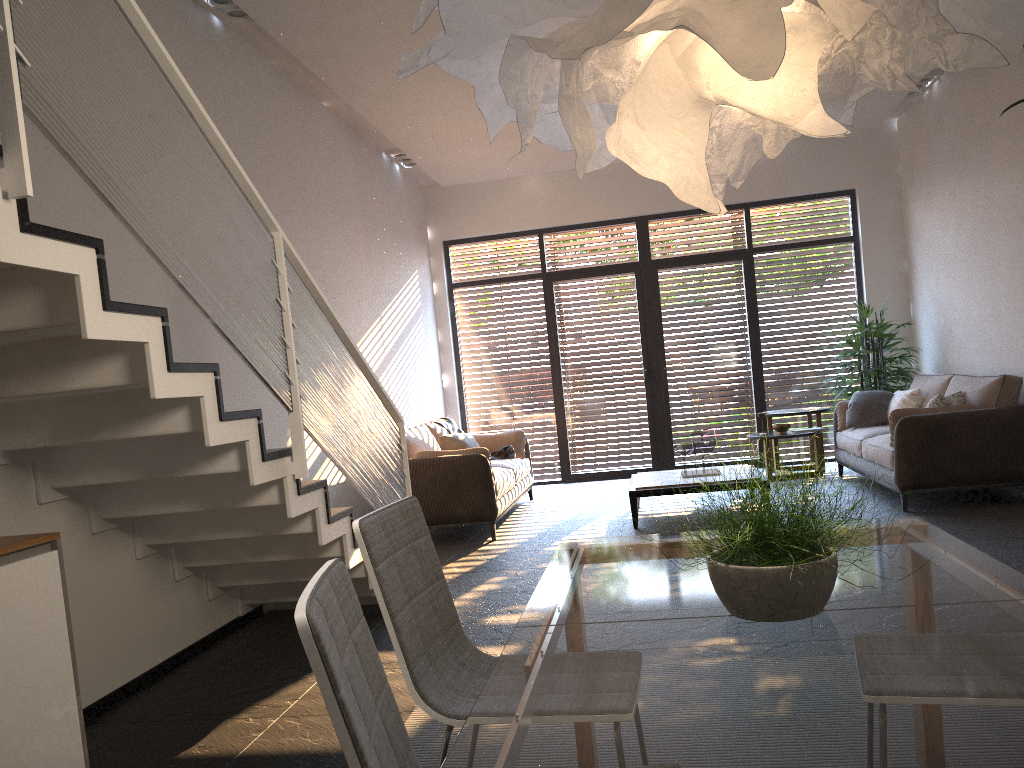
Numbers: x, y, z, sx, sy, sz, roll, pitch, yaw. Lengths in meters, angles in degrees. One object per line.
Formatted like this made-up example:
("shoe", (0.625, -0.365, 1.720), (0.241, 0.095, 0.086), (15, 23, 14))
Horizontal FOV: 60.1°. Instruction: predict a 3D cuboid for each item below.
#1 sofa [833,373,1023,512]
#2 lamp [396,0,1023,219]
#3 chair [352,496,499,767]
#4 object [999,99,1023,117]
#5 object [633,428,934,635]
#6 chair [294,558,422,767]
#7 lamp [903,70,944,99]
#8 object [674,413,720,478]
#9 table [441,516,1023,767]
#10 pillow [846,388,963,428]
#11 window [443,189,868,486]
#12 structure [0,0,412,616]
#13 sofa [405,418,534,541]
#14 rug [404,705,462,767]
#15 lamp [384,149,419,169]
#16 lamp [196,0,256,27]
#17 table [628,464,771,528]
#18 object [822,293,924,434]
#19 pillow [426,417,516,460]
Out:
("sofa", (3.395, 0.403, 7.365), (0.994, 0.921, 2.315), (-5, 0, 9))
("lamp", (0.167, -2.894, 1.490), (1.119, 5.226, 1.057), (-5, 3, 20))
("chair", (0.006, 0.734, 2.154), (0.602, 0.922, 0.473), (-5, 2, 12))
("object", (2.808, -0.684, 3.529), (0.906, 3.208, 2.010), (-6, 2, -13))
("object", (0.496, 0.260, 1.654), (0.531, 0.368, 0.666), (-6, 1, 4))
("chair", (0.030, 0.731, 1.393), (0.601, 0.922, 0.474), (-6, 2, -5))
("lamp", (3.690, -2.732, 8.058), (0.253, 0.066, 0.643), (-6, 0, 9))
("object", (-0.177, -1.347, 3.114), (0.366, 4.484, 8.876), (-4, 1, 21))
("table", (0.531, 0.784, 1.674), (0.998, 0.716, 1.795), (-5, 0, 9))
("pillow", (3.257, 0.230, 7.412), (0.619, 0.343, 1.888), (-6, 0, 9))
("window", (1.603, -0.455, 10.098), (4.945, 3.037, 0.458), (-6, 3, 9))
("structure", (-0.457, -2.941, 0.576), (4.237, 8.330, 8.437), (-5, 2, 9))
("sofa", (-0.452, 0.784, 7.991), (0.994, 0.921, 2.315), (-5, 0, 9))
("rug", (0.572, 1.135, 1.708), (2.373, 0.006, 3.676), (-6, 0, 9))
("lamp", (-1.056, -2.262, 8.830), (0.253, 0.066, 0.643), (-6, 0, 9))
("lamp", (-1.649, -2.206, 5.036), (0.253, 0.066, 0.643), (-6, 0, 9))
("table", (1.502, 0.896, 7.227), (1.050, 0.308, 1.113), (-6, 0, 9))
("object", (3.640, -0.024, 8.938), (0.976, 1.727, 0.913), (-7, 3, -26))
("pillow", (-0.564, 0.674, 8.503), (0.957, 0.709, 1.014), (-5, 1, 33))
